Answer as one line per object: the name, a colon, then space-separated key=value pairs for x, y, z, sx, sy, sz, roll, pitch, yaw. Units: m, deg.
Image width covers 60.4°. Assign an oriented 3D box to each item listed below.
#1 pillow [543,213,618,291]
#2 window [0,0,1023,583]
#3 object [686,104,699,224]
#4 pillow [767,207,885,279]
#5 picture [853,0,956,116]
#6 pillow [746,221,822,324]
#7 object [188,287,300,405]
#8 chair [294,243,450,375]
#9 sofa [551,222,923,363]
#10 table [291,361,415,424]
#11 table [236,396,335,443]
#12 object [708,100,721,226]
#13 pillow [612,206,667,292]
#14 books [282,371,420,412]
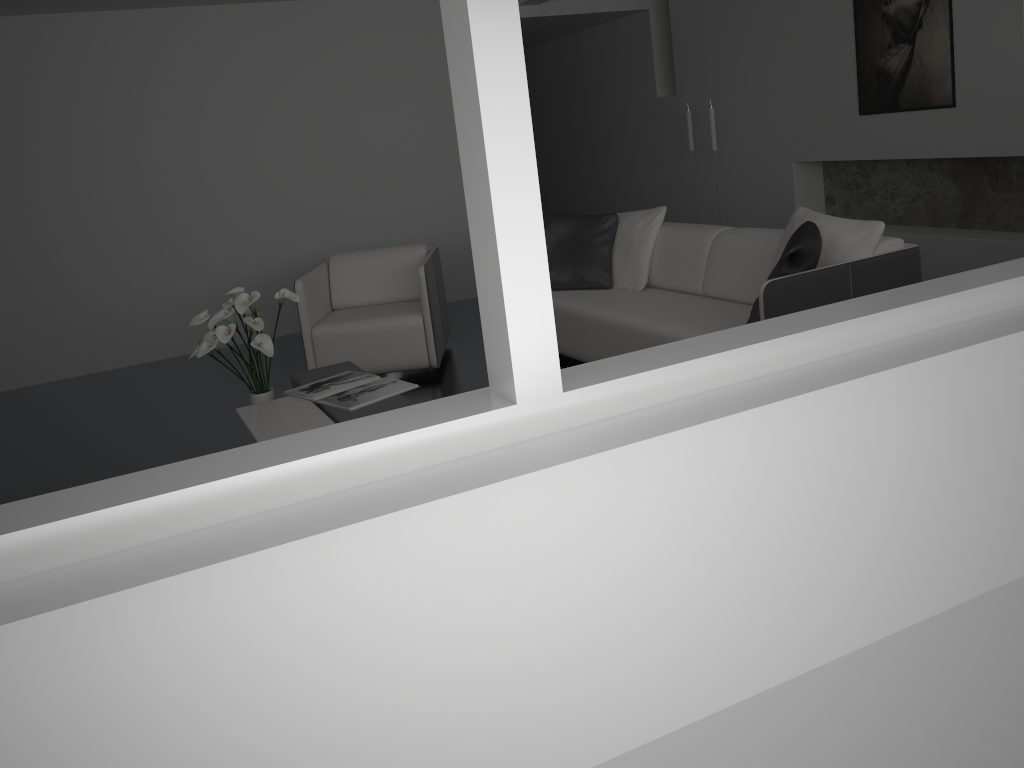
pillow: x=0.351 y=-0.793 z=5.264 sx=0.564 sy=0.440 sz=0.284 roll=-2 pitch=13 yaw=21
window: x=-0.054 y=-0.599 z=1.315 sx=8.121 sy=1.403 sz=0.111 roll=-14 pitch=11 yaw=-22
object: x=1.528 y=-1.638 z=7.354 sx=0.181 sy=1.366 sz=0.182 roll=-11 pitch=10 yaw=-22
pillow: x=1.336 y=-0.507 z=3.897 sx=0.301 sy=0.496 sz=0.598 roll=-11 pitch=14 yaw=-18
picture: x=2.404 y=-2.189 z=5.442 sx=0.004 sy=0.983 sz=0.757 roll=-11 pitch=13 yaw=-21
pillow: x=1.139 y=-0.433 z=3.710 sx=0.332 sy=0.427 sz=0.566 roll=-2 pitch=14 yaw=22
object: x=-1.167 y=-0.020 z=3.918 sx=0.454 sy=0.780 sz=0.380 roll=-16 pitch=14 yaw=-39
chair: x=-0.829 y=-0.480 z=5.465 sx=0.767 sy=0.647 sz=0.942 roll=-7 pitch=14 yaw=2
sofa: x=0.907 y=-0.443 z=4.597 sx=0.928 sy=0.645 sz=2.273 roll=-13 pitch=17 yaw=-24
table: x=-0.654 y=0.197 z=3.804 sx=0.301 sy=0.306 sz=1.277 roll=-13 pitch=16 yaw=-23
table: x=-0.826 y=0.321 z=3.444 sx=0.301 sy=0.307 sz=0.983 roll=-13 pitch=16 yaw=-23
object: x=1.616 y=-1.521 z=6.908 sx=0.181 sy=1.366 sz=0.182 roll=-11 pitch=10 yaw=-22
pillow: x=0.661 y=-0.792 z=5.240 sx=0.327 sy=0.488 sz=0.591 roll=-14 pitch=15 yaw=-32
books: x=-0.711 y=0.020 z=3.857 sx=0.365 sy=0.016 sz=0.552 roll=-21 pitch=21 yaw=-40
